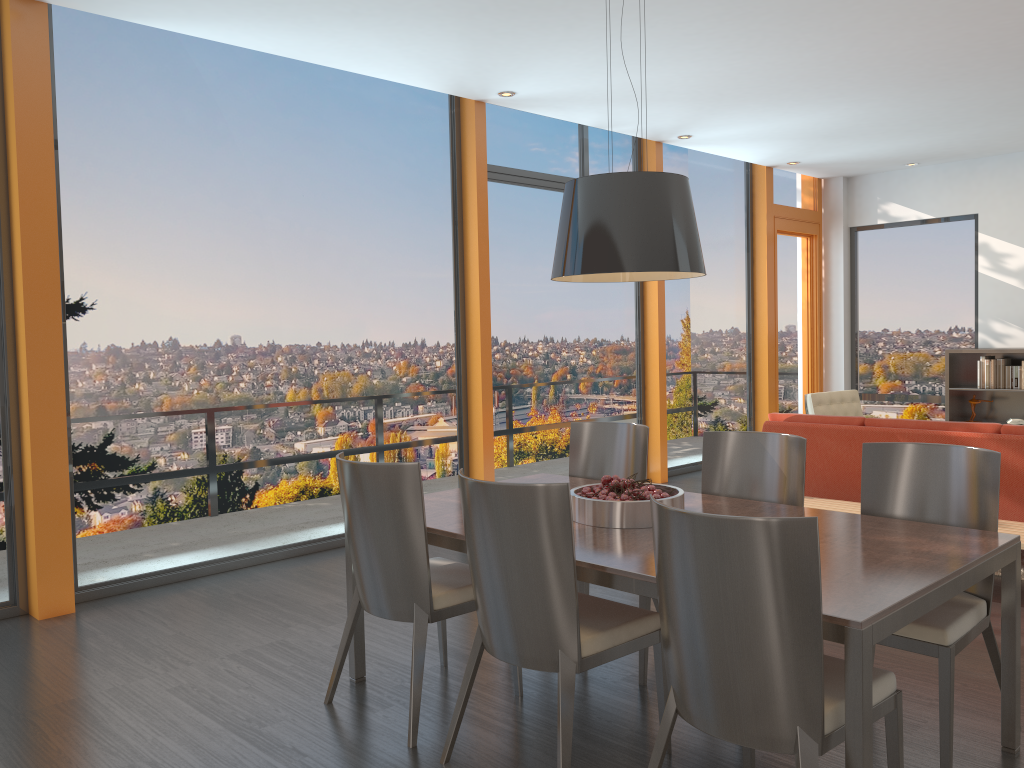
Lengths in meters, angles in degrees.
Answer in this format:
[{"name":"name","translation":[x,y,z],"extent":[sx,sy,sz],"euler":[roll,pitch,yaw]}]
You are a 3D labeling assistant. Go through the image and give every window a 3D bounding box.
[{"name":"window","translation":[-1.426,-0.553,5.742],"extent":[2.925,3.345,0.070],"euler":[-4,4,-44]},{"name":"window","translation":[3.163,-0.892,10.076],"extent":[1.157,3.345,0.211],"euler":[-4,4,-44]},{"name":"window","translation":[4.482,-0.910,9.912],"extent":[0.065,3.339,1.410],"euler":[-4,4,-44]},{"name":"window","translation":[-3.190,-0.420,4.025],"extent":[1.662,3.345,0.070],"euler":[-4,4,-44]},{"name":"window","translation":[0.452,-0.695,7.569],"extent":[2.105,3.345,0.070],"euler":[-4,4,-44]},{"name":"window","translation":[1.944,-0.807,9.022],"extent":[1.844,3.345,0.070],"euler":[-4,4,-44]}]

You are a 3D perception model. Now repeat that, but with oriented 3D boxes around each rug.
[{"name":"rug","translation":[3.540,0.975,6.235],"extent":[2.985,0.043,3.773],"euler":[-4,4,-44]}]

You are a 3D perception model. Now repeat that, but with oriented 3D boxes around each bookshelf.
[{"name":"bookshelf","translation":[5.778,0.253,7.980],"extent":[0.570,1.162,3.388],"euler":[-4,4,-44]}]

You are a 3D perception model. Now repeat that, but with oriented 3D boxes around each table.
[{"name":"table","translation":[0.494,0.881,3.262],"extent":[1.172,0.764,2.151],"euler":[-4,4,-44]}]

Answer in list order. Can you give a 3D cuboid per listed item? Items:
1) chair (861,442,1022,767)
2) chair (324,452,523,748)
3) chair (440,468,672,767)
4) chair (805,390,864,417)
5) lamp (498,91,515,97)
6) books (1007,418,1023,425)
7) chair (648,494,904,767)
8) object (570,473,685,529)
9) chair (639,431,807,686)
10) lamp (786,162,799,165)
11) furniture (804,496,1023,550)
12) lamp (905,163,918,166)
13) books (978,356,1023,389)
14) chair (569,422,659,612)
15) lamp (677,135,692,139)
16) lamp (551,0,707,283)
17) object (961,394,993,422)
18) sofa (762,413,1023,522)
[{"name":"chair","translation":[1.367,0.718,3.052],"extent":[0.614,0.967,0.548],"euler":[-4,4,-44]},{"name":"chair","translation":[-0.354,0.740,3.388],"extent":[0.614,0.967,0.548],"euler":[-4,4,-44]},{"name":"chair","translation":[0.133,0.755,2.888],"extent":[0.614,0.967,0.548],"euler":[-4,4,-44]},{"name":"chair","translation":[3.066,0.483,7.837],"extent":[0.700,0.816,0.707],"euler":[-3,3,-34]},{"name":"lamp","translation":[-0.039,-2.091,6.403],"extent":[0.129,0.010,0.129],"euler":[-1,3,1]},{"name":"books","translation":[5.024,0.375,8.652],"extent":[0.336,0.064,0.234],"euler":[0,3,26]},{"name":"chair","translation":[0.667,0.772,2.340],"extent":[0.614,0.967,0.548],"euler":[-4,4,-44]},{"name":"object","translation":[0.428,0.419,3.320],"extent":[0.427,0.154,0.427],"euler":[-1,3,0]},{"name":"chair","translation":[0.880,0.702,3.552],"extent":[0.614,0.967,0.548],"euler":[-4,4,-44]},{"name":"lamp","translation":[2.948,-2.316,9.310],"extent":[0.129,0.010,0.129],"euler":[-1,3,1]},{"name":"furniture","translation":[2.168,0.908,4.852],"extent":[0.492,0.357,2.006],"euler":[-4,4,-44]},{"name":"lamp","translation":[4.298,-2.360,9.539],"extent":[0.129,0.010,0.129],"euler":[-1,3,1]},{"name":"books","translation":[4.933,-0.128,8.683],"extent":[0.324,0.339,0.592],"euler":[-4,4,-44]},{"name":"chair","translation":[0.346,0.685,4.100],"extent":[0.614,0.967,0.548],"euler":[-4,4,-44]},{"name":"lamp","translation":[1.545,-2.211,7.945],"extent":[0.129,0.010,0.129],"euler":[-1,3,1]},{"name":"lamp","translation":[0.407,-1.180,3.225],"extent":[0.567,1.579,0.567],"euler":[-2,3,-15]},{"name":"object","translation":[4.715,0.252,9.010],"extent":[0.201,0.290,0.245],"euler":[-3,3,-24]},{"name":"sofa","translation":[2.724,0.613,5.478],"extent":[1.038,0.852,2.597],"euler":[-4,4,-44]}]
